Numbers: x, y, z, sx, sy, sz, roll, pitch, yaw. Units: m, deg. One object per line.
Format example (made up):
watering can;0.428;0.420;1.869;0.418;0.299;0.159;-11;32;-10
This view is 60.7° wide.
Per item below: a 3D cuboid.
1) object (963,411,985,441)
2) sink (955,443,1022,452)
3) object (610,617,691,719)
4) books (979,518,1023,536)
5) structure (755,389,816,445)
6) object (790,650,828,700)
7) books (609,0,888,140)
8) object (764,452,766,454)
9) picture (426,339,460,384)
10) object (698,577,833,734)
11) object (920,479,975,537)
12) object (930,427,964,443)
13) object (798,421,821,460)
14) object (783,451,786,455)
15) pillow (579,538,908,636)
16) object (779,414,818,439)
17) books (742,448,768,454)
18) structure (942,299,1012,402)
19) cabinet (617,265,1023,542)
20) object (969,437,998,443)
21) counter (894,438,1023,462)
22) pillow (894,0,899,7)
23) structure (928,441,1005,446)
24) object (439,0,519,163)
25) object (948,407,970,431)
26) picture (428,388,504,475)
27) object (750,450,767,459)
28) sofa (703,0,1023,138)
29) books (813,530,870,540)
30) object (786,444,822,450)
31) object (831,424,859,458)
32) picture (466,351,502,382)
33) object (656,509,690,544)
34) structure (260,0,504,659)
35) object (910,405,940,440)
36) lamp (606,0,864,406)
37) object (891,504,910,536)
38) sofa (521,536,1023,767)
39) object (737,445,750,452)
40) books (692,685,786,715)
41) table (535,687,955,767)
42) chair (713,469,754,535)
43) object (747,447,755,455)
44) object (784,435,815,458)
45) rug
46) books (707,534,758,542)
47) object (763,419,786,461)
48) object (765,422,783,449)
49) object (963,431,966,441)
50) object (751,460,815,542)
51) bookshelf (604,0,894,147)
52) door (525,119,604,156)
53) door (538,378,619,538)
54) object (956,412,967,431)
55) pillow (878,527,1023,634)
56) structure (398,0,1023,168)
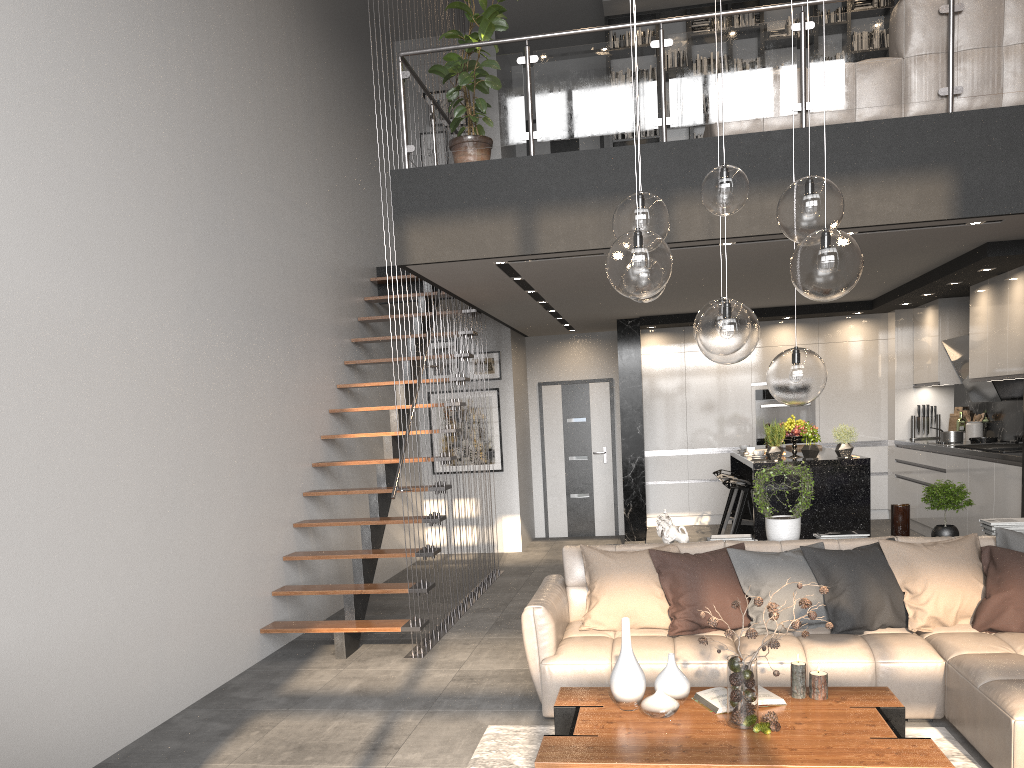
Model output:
object;4.528;0.405;8.565;0.175;0.309;0.155;-2;5;13
sink;4.119;0.423;7.247;0.498;0.554;1.101;-3;0;9
object;0.574;1.190;3.723;0.316;0.404;0.315;-1;4;28
books;3.021;0.893;5.265;0.333;0.153;0.197;-3;1;10
structure;3.169;0.375;10.274;0.656;0.642;0.644;-3;2;9
object;1.280;1.250;3.770;0.153;0.214;0.076;-2;6;20
books;2.789;-2.752;9.177;3.442;2.369;0.208;-3;7;9
object;2.315;0.631;8.045;0.074;0.043;0.127;-3;-1;2
picture;-0.829;-0.265;10.414;0.410;0.514;0.024;-2;7;9
object;1.043;1.056;3.481;0.540;0.612;0.314;-4;5;-20
object;2.652;0.787;5.354;0.270;0.414;0.308;-6;5;-31
object;4.222;0.493;8.473;0.200;0.155;0.345;-3;-1;0
object;2.422;0.458;7.120;0.179;0.317;0.170;-1;5;20
object;2.370;0.611;7.799;0.131;0.061;0.069;-3;2;9
pillow;1.345;1.155;4.950;1.942;0.507;0.536;-3;2;9
object;2.422;0.367;7.488;0.347;0.218;0.316;-3;1;7
books;2.408;0.647;8.483;0.323;0.039;0.170;-3;-2;9
structure;4.324;-0.347;8.119;0.414;1.046;0.727;-2;4;9
cabinet;2.719;0.161;8.153;3.623;3.286;6.139;-3;0;9
object;4.298;0.515;8.072;0.351;0.061;0.231;-3;-2;-12
counter;4.203;0.567;7.827;0.611;0.041;3.423;-3;-2;9
pillow;2.953;-2.199;5.865;0.761;0.555;1.371;-2;0;40
structure;4.272;0.559;8.246;0.510;0.061;0.594;-3;-2;9
object;-0.251;-2.141;5.850;0.774;1.492;0.520;0;7;29
object;4.674;0.407;9.167;0.098;0.335;0.396;-2;2;9
picture;-0.555;0.572;10.477;0.872;1.010;0.024;-3;7;9
object;2.140;0.613;7.593;0.154;0.071;0.154;-3;-1;-22
sofa;2.523;-1.927;6.297;2.279;0.792;2.265;-3;-1;9
books;2.049;0.979;5.482;0.325;0.100;0.202;-3;0;9
object;2.946;0.636;8.848;0.290;0.031;0.397;-3;-2;9
object;2.703;0.456;7.100;0.221;0.288;0.208;-2;4;22
picture;-0.332;-0.208;10.342;0.410;0.340;0.024;-3;7;9
object;1.036;0.947;5.620;0.207;0.294;0.134;-1;6;28
structure;-1.066;-0.996;7.543;1.180;6.144;3.542;-2;5;9
object;4.461;0.409;9.437;0.322;0.379;0.065;-2;7;9
lamp;0.705;-2.414;3.076;1.232;5.077;1.208;-2;7;6
object;2.397;0.874;5.401;0.109;0.272;0.107;-1;6;15
sofa;1.649;1.302;4.438;3.247;0.831;1.857;-3;-1;9
object;2.336;0.647;8.788;0.154;0.071;0.154;-3;-1;-22
books;0.979;1.351;3.771;0.342;0.040;0.230;-3;-2;-13
table;0.880;1.545;3.568;1.454;0.360;0.888;-3;-1;9
chair;2.145;1.219;8.245;0.435;0.745;1.711;-2;-1;9
object;2.231;0.626;8.164;0.083;0.072;0.076;-4;2;-31
object;2.421;0.534;7.501;0.365;0.190;0.366;-3;0;-27
rug;0.878;1.725;3.719;2.300;0.020;1.593;-3;-2;9
books;1.405;1.022;5.594;0.348;0.101;0.192;-3;0;9
object;2.167;0.445;7.180;0.184;0.375;0.195;-7;6;-36
object;2.673;0.525;8.891;0.150;0.288;0.198;-4;4;-8
object;4.556;0.483;8.821;0.180;0.165;0.269;-3;0;9
object;1.699;0.762;5.497;0.384;0.585;0.213;-4;6;-10
bookshelf;2.793;-2.707;9.192;3.524;2.558;0.243;-3;7;9
door;0.706;-2.303;11.110;0.975;2.116;0.166;-2;7;9
door;0.878;0.999;11.515;0.975;2.116;0.166;-2;7;9
object;4.575;0.424;8.890;0.089;0.287;0.080;-2;6;10
pillow;2.696;1.077;4.618;1.384;0.555;0.753;-4;0;40
structure;1.610;-1.838;6.954;4.225;0.750;3.343;-3;-2;9
